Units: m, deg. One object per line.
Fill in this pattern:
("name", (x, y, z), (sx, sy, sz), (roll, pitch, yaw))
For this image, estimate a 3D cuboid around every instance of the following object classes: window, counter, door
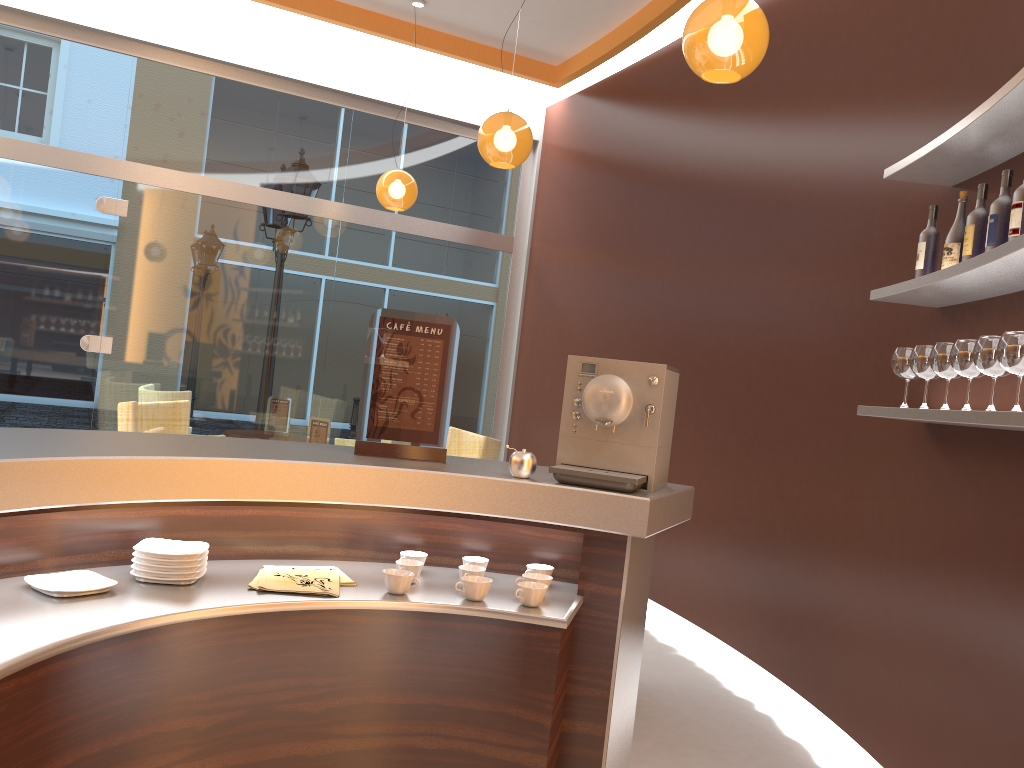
("window", (-3.658, -0.817, 6.058), (8.200, 3.380, 0.040), (7, 0, -26))
("counter", (-0.726, 0.715, 1.542), (1.586, 1.100, 2.917), (6, 0, 19))
("door", (-3.714, -0.320, 6.057), (1.640, 2.499, 0.020), (7, 0, -26))

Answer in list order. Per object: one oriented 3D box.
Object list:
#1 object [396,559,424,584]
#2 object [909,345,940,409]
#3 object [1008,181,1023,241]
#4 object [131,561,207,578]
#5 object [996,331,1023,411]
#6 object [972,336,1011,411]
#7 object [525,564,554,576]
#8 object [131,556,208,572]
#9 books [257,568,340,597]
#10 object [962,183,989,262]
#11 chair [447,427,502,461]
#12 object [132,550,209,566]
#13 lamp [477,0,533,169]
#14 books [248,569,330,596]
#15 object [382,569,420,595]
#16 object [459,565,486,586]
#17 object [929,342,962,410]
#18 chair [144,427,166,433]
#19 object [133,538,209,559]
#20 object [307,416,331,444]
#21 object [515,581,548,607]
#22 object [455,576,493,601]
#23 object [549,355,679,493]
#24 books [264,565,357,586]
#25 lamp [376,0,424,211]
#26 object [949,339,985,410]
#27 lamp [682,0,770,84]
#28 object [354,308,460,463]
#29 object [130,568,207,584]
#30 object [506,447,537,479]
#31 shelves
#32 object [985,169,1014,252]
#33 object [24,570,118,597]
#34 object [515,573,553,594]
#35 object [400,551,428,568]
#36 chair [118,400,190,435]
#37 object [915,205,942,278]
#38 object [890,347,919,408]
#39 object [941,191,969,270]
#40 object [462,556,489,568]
("object", (-0.258, 0.472, 2.220), (0.073, 0.050, 0.086), (7, 0, -20))
("object", (1.404, -0.016, 2.998), (0.125, 0.221, 0.125), (6, 0, -1))
("object", (1.409, -0.479, 2.428), (0.073, 0.297, 0.073), (7, 0, -16))
("object", (-0.773, 0.415, 2.002), (0.153, 0.020, 0.153), (6, 0, -9))
("object", (1.344, -0.024, 2.343), (0.125, 0.221, 0.125), (6, 0, -1))
("object", (1.366, -0.021, 2.509), (0.125, 0.221, 0.125), (6, 0, -1))
("object", (0.072, 0.510, 2.351), (0.073, 0.050, 0.086), (6, 0, 7))
("object", (-0.771, 0.401, 2.002), (0.153, 0.020, 0.153), (6, 0, -9))
("books", (-0.496, 0.462, 2.074), (0.185, 0.016, 0.188), (6, 0, -11))
("object", (1.448, -0.474, 2.754), (0.073, 0.297, 0.073), (6, 0, 33))
("chair", (-0.463, 0.794, 5.640), (0.685, 1.017, 0.729), (7, 0, -23))
("object", (-0.770, 0.388, 2.002), (0.153, 0.020, 0.153), (6, 0, -9))
("lamp", (0.032, -1.911, 4.736), (0.299, 1.500, 0.299), (6, 0, 42))
("books", (-0.512, 0.463, 2.079), (0.187, 0.011, 0.189), (6, 0, -6))
("object", (-0.267, 0.471, 2.102), (0.086, 0.050, 0.073), (6, 0, -15))
("object", (-0.101, 0.490, 2.239), (0.073, 0.050, 0.086), (7, 0, -21))
("object", (1.396, -0.017, 2.834), (0.125, 0.221, 0.125), (6, 0, -1))
("chair", (-1.126, 0.715, 3.391), (0.729, 1.017, 0.685), (6, 0, 42))
("object", (-0.768, 0.374, 2.002), (0.153, 0.020, 0.153), (6, 0, -9))
("object", (-1.185, 0.372, 5.400), (0.209, 0.335, 0.042), (6, 0, 39))
("object", (0.047, 0.507, 2.122), (0.073, 0.050, 0.086), (6, 0, 7))
("object", (-0.088, 0.491, 2.118), (0.073, 0.050, 0.086), (6, 0, 19))
("object", (0.281, 0.106, 2.438), (0.270, 0.340, 0.373), (6, 0, 19))
("books", (-0.495, 0.466, 2.167), (0.193, 0.009, 0.189), (7, 0, -27))
("lamp", (-0.754, -1.997, 6.352), (0.299, 1.500, 0.299), (6, 0, 32))
("object", (1.381, -0.019, 2.672), (0.125, 0.221, 0.125), (6, 0, -1))
("lamp", (0.819, -1.825, 3.119), (0.299, 1.500, 0.299), (6, 0, 42))
("object", (-0.291, 0.004, 2.497), (0.258, 0.414, 0.052), (6, 0, -12))
("object", (-0.774, 0.428, 2.002), (0.153, 0.020, 0.153), (6, 0, -9))
("object", (0.029, 0.210, 2.345), (0.075, 0.077, 0.075), (6, 0, 33))
("shelves", (0.765, -0.401, 1.004), (0.586, 0.902, 4.744), (6, 0, 21))
("object", (1.431, -0.476, 2.588), (0.073, 0.297, 0.073), (7, 0, -16))
("object", (-0.908, 0.413, 1.828), (0.153, 0.020, 0.153), (6, 0, 35))
("object", (0.059, 0.508, 2.227), (0.073, 0.050, 0.086), (6, 0, 32))
("object", (-0.261, 0.472, 2.335), (0.073, 0.050, 0.086), (6, 0, -5))
("chair", (-2.004, 0.619, 5.251), (0.685, 1.017, 0.729), (6, 0, 6))
("object", (1.450, -0.473, 3.080), (0.073, 0.297, 0.073), (7, 0, -16))
("object", (1.408, -0.015, 3.156), (0.125, 0.221, 0.125), (6, 0, -1))
("object", (1.461, -0.477, 2.897), (0.086, 0.303, 0.086), (6, 0, 43))
("object", (-0.098, 0.491, 2.356), (0.073, 0.050, 0.086), (6, 0, -11))
